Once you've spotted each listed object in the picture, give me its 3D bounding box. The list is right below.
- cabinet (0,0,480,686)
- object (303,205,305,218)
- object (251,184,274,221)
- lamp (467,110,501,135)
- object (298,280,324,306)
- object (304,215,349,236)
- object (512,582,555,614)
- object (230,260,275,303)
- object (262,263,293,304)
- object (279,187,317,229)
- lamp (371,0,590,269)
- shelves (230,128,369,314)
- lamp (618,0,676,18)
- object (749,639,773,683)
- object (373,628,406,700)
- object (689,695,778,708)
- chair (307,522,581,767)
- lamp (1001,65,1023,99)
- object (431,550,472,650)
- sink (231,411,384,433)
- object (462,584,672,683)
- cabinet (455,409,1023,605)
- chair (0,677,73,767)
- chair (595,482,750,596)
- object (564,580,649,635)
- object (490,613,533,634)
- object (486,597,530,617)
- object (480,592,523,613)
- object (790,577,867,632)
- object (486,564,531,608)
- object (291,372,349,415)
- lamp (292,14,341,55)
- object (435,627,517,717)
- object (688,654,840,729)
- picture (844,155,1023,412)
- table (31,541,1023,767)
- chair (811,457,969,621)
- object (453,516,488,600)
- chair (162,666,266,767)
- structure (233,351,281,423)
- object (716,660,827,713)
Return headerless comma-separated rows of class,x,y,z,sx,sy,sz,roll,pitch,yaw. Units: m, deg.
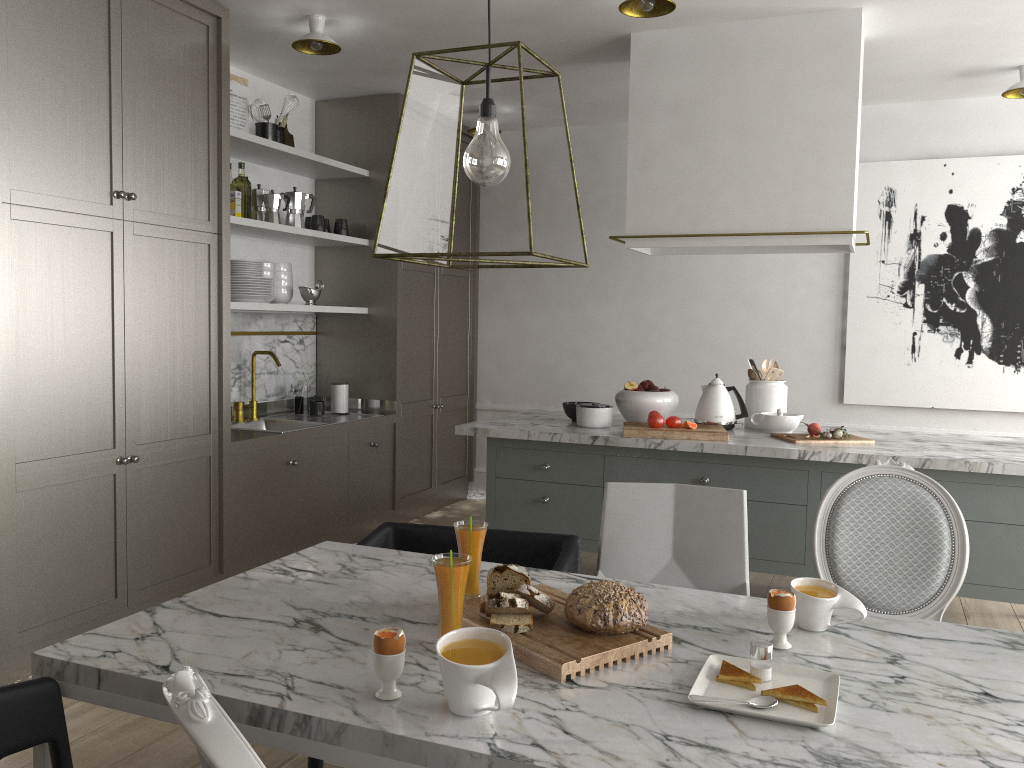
cabinet,-1.699,-0.296,3.461,0.947,2.377,5.433,3,4,22
object,-1.111,-0.859,4.553,0.087,0.167,0.138,-3,5,-43
object,-1.223,-0.869,4.335,0.175,0.212,0.111,-1,5,-31
lamp,-0.159,-1.510,5.109,0.197,0.130,0.197,3,4,27
object,-1.032,-0.470,4.570,0.102,0.135,0.210,2,4,15
object,-1.003,-0.834,4.716,0.173,0.098,0.264,3,5,31
object,0.040,0.400,1.644,0.079,0.067,0.074,1,4,-6
object,-1.261,-0.475,4.134,0.300,0.195,0.306,2,4,19
object,-1.224,-0.509,4.485,0.149,0.216,0.309,2,4,15
object,-1.064,-0.871,4.402,0.175,0.212,0.111,1,4,-6
lamp,-0.039,-0.778,1.611,0.584,1.108,0.584,4,5,37
shelves,-1.205,-0.745,4.309,0.352,0.775,1.339,3,4,22
lamp,0.469,-1.358,3.069,0.197,0.130,0.197,-1,5,-32
object,0.405,0.450,1.442,0.036,0.060,0.036,-1,4,-27
object,-0.187,0.424,1.352,0.050,0.101,0.050,2,4,18
object,0.335,0.479,1.335,0.132,0.013,0.032,1,4,-3
chair,-0.138,0.706,2.282,0.569,0.597,0.609,2,4,12
lamp,2.361,-1.391,4.069,0.197,0.130,0.197,2,4,7
object,-0.106,0.371,1.543,0.071,0.188,0.071,5,5,43
sink,-1.074,0.266,4.442,0.475,0.174,0.877,3,4,22
object,0.073,0.449,1.641,0.260,0.031,0.360,-2,5,-37
cabinet,1.011,0.561,3.685,2.360,0.721,0.870,3,4,22
chair,-0.690,0.773,1.146,0.569,0.597,0.609,4,5,37
chair,0.379,0.647,2.179,0.470,0.745,0.439,2,4,12
object,0.174,0.401,1.614,0.157,0.075,0.151,-1,5,-32
object,-0.001,0.428,1.585,0.077,0.017,0.068,1,4,0
object,-0.007,0.407,1.613,0.083,0.055,0.073,1,4,-1
object,-0.018,0.404,1.640,0.083,0.057,0.072,1,4,-2
object,0.603,0.427,1.697,0.138,0.085,0.089,2,4,18
object,-0.007,0.384,1.721,0.086,0.087,0.090,1,4,0
object,-1.017,0.046,4.722,0.307,0.229,0.144,-1,4,-24
lamp,-0.791,-1.418,3.590,0.197,0.130,0.197,-1,5,-32
object,-0.037,0.432,1.298,0.170,0.105,0.110,5,5,43
object,0.397,0.479,1.386,0.212,0.014,0.212,3,4,22
picture,2.571,-0.515,4.595,1.545,1.315,0.039,3,4,22
table,0.168,0.761,1.585,1.781,0.583,0.870,3,4,22
chair,0.857,0.614,2.072,0.480,0.833,0.505,2,4,20
object,-0.085,0.354,1.805,0.071,0.188,0.071,5,5,43
chair,-0.104,0.672,0.959,0.505,0.833,0.480,-2,5,-35
structure,-1.258,0.012,4.341,0.195,0.347,0.167,3,5,30
object,0.399,0.475,1.395,0.068,0.014,0.197,-2,5,-40
